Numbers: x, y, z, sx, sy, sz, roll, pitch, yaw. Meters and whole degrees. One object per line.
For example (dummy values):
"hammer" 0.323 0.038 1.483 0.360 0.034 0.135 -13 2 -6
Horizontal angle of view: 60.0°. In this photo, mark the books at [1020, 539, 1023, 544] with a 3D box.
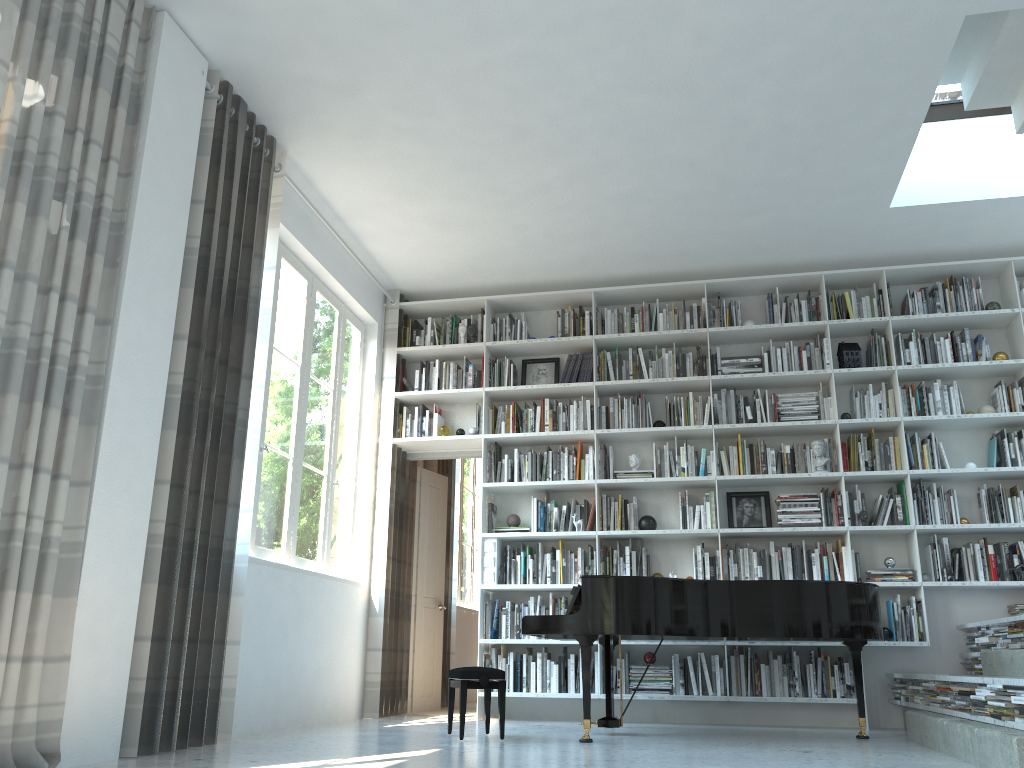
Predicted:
"books" 3.385 1.161 5.813 0.013 0.293 0.135 -3 -17 12

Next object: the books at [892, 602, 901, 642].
"books" 2.495 1.556 5.780 0.014 0.245 0.177 -3 -17 12

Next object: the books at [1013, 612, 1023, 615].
"books" 3.411 1.477 5.704 0.308 0.008 0.195 -5 -18 16

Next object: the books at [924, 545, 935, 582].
"books" 2.790 1.212 5.928 0.012 0.253 0.161 -3 -17 12

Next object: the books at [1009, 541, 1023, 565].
"books" 3.342 1.174 5.809 0.070 0.265 0.186 -3 -17 12

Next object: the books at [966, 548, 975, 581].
"books" 3.020 1.213 5.880 0.024 0.227 0.160 -3 -17 12

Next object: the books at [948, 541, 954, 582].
"books" 2.898 1.192 5.899 0.010 0.276 0.174 -3 -17 12

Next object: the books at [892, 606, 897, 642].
"books" 2.486 1.570 5.796 0.012 0.228 0.130 -3 -17 12

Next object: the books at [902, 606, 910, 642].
"books" 2.558 1.560 5.757 0.026 0.224 0.175 -3 -17 12

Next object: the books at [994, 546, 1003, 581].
"books" 3.196 1.198 5.852 0.021 0.242 0.131 -3 -17 12

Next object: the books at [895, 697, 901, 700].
"books" 2.539 1.995 5.615 0.171 0.015 0.242 -3 -18 12

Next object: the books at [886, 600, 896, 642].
"books" 2.475 1.551 5.795 0.005 0.263 0.163 -3 -17 12

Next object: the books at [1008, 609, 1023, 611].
"books" 3.411 1.456 5.710 0.345 0.007 0.194 -2 -18 7

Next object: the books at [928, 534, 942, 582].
"books" 2.821 1.174 5.912 0.010 0.315 0.187 -3 -17 12

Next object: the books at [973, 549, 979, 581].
"books" 3.052 1.215 5.875 0.012 0.220 0.153 -3 -17 12

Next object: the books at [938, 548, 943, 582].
"books" 2.837 1.217 5.922 0.015 0.240 0.153 -3 -17 12

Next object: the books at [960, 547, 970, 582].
"books" 2.995 1.212 5.890 0.029 0.234 0.143 -3 -17 12

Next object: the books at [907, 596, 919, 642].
"books" 2.605 1.531 5.763 0.021 0.284 0.173 -3 -17 12

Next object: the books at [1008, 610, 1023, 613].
"books" 3.412 1.466 5.716 0.346 0.007 0.194 -4 -18 13

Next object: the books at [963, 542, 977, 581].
"books" 3.038 1.192 5.879 0.014 0.267 0.172 -3 -17 12

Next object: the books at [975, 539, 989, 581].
"books" 3.114 1.182 5.874 0.012 0.284 0.160 -3 -17 12

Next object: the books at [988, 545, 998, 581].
"books" 3.142 1.194 5.843 0.031 0.243 0.185 -3 -17 12

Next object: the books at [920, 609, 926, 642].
"books" 2.652 1.572 5.761 0.012 0.205 0.161 -3 -17 12

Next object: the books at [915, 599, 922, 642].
"books" 2.627 1.543 5.777 0.015 0.270 0.158 -3 -17 12

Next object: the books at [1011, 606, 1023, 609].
"books" 3.413 1.444 5.722 0.308 0.008 0.195 -4 -18 13

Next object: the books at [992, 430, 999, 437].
"books" 3.321 0.471 6.050 0.016 0.289 0.135 -3 -17 12

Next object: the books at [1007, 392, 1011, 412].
"books" 3.415 0.147 6.138 0.011 0.227 0.132 -3 -17 12

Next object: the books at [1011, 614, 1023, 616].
"books" 3.410 1.489 5.715 0.308 0.008 0.195 -3 -18 12

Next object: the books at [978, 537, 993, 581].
"books" 3.121 1.171 5.852 0.012 0.292 0.175 -3 -17 12

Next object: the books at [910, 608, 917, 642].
"books" 2.587 1.564 5.749 0.011 0.211 0.179 -3 -17 12

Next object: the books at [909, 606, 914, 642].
"books" 2.579 1.564 5.769 0.012 0.225 0.149 -3 -17 12

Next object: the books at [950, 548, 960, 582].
"books" 2.936 1.213 5.891 0.065 0.230 0.162 -3 -17 12

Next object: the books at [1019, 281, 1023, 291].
"books" 3.628 -0.584 6.281 0.025 0.250 0.178 -3 -17 12

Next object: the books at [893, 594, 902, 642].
"books" 2.522 1.534 5.801 0.032 0.299 0.149 -3 -17 12

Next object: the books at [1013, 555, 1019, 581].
"books" 3.287 1.218 5.811 0.025 0.180 0.169 -3 -18 12

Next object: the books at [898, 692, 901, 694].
"books" 2.551 1.963 5.622 0.122 0.008 0.292 -1 -18 7

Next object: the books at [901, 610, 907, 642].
"books" 2.544 1.579 5.781 0.013 0.201 0.139 -3 -17 12

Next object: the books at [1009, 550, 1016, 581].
"books" 3.265 1.207 5.826 0.022 0.210 0.136 -3 -17 12

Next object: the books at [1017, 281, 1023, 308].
"books" 3.591 -0.583 6.307 0.014 0.263 0.140 -3 -17 12

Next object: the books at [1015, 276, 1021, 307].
"books" 3.568 -0.599 6.307 0.028 0.293 0.150 -3 -17 12

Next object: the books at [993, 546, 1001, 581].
"books" 3.172 1.200 5.850 0.025 0.237 0.157 -3 -17 12

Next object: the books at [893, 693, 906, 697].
"books" 2.529 1.974 5.623 0.179 0.012 0.262 -4 -18 14

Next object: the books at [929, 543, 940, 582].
"books" 2.804 1.201 5.907 0.023 0.261 0.187 -3 -17 12

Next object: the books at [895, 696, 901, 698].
"books" 2.538 1.983 5.619 0.155 0.009 0.233 -1 -18 7

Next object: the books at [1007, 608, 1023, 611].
"books" 3.412 1.451 5.720 0.346 0.007 0.194 -4 -18 13

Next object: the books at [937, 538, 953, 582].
"books" 2.877 1.182 5.897 0.030 0.293 0.189 -3 -17 12

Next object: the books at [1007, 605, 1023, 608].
"books" 3.413 1.437 5.724 0.345 0.007 0.194 -2 -18 10

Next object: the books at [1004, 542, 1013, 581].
"books" 3.242 1.183 5.837 0.026 0.262 0.170 -3 -17 12

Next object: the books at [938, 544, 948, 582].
"books" 2.851 1.202 5.898 0.023 0.255 0.178 -3 -17 12

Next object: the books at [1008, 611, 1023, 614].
"books" 3.412 1.472 5.711 0.345 0.007 0.194 -2 -18 9

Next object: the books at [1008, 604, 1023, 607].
"books" 3.413 1.430 5.727 0.346 0.007 0.194 -4 -18 13

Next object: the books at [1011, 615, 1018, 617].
"books" 3.408 1.492 5.700 0.308 0.008 0.195 -2 -18 7

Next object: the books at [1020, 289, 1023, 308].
"books" 3.602 -0.554 6.265 0.022 0.181 0.190 -3 -18 12

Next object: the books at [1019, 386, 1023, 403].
"books" 3.491 0.141 6.104 0.013 0.220 0.156 -3 -17 12

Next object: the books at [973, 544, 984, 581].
"books" 3.067 1.194 5.860 0.025 0.251 0.182 -3 -17 12

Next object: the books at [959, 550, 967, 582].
"books" 2.974 1.218 5.882 0.011 0.216 0.176 -3 -17 12

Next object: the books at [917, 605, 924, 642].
"books" 2.637 1.556 5.756 0.013 0.232 0.149 -3 -17 12

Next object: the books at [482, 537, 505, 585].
"books" -0.134 1.315 6.500 0.106 0.339 0.308 -3 -18 12

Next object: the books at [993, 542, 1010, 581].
"books" 3.215 1.183 5.835 0.026 0.261 0.174 -3 -17 12

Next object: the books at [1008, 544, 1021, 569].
"books" 3.305 1.186 5.819 0.012 0.248 0.165 -3 -17 12
